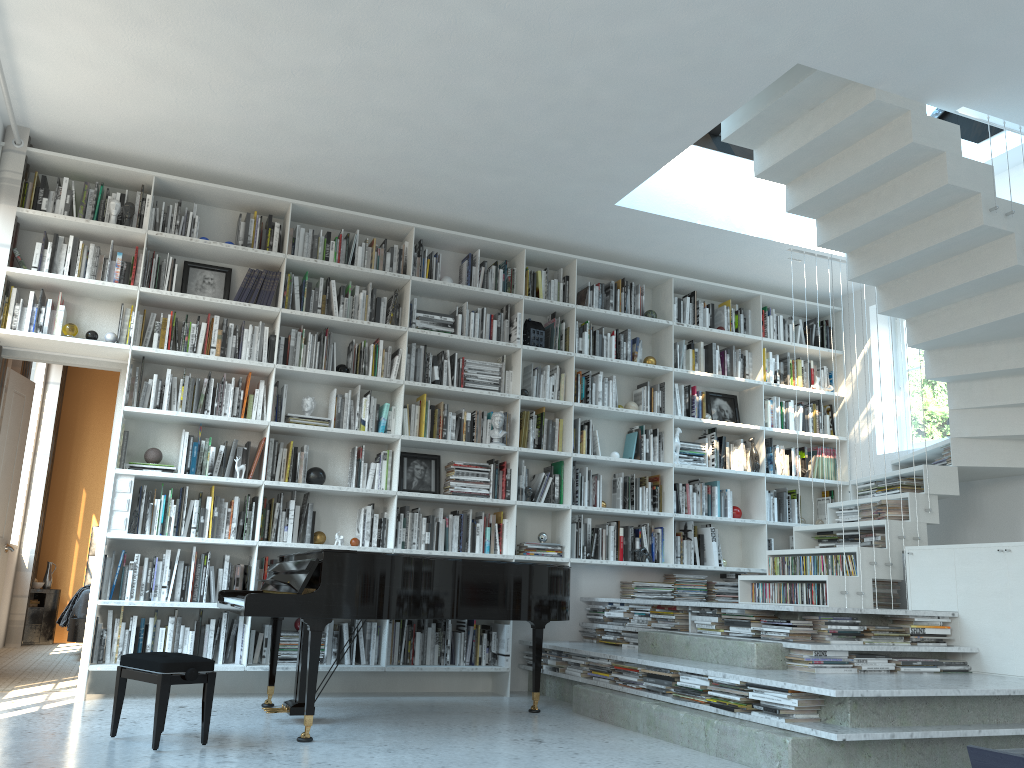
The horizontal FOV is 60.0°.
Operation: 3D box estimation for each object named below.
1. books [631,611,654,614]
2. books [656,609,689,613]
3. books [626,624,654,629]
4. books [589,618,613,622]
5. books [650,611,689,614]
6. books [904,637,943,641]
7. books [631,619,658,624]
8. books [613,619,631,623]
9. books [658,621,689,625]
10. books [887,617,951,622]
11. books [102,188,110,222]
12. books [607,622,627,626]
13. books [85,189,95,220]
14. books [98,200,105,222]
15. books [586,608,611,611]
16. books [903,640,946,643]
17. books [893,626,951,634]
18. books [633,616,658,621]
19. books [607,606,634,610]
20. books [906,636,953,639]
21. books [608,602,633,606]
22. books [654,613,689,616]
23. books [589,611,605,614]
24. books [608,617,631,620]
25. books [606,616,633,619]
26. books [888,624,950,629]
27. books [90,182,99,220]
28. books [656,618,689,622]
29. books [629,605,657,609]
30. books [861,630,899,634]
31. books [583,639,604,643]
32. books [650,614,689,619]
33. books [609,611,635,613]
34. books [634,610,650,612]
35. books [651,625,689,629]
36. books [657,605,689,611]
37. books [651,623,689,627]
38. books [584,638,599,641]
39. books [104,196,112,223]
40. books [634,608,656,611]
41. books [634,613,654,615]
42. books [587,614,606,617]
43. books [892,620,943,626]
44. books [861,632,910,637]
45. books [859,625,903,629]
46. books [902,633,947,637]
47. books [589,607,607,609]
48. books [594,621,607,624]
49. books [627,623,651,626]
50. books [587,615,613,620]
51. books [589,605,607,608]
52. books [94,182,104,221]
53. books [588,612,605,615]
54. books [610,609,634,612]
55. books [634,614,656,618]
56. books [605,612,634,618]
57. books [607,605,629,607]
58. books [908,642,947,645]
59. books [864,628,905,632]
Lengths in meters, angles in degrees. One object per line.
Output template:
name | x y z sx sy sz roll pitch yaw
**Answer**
books | 0.907 1.490 5.783 0.167 0.008 0.235 8 -14 -23
books | 1.034 1.417 5.534 0.128 0.013 0.296 8 -14 -24
books | 0.896 1.576 5.760 0.183 0.012 0.297 8 -14 -23
books | 0.674 1.679 6.305 0.163 0.017 0.233 7 -14 -20
books | 1.010 1.425 5.522 0.187 0.009 0.261 8 -14 -23
books | 2.189 1.380 4.805 0.262 0.016 0.132 9 -15 -27
books | 0.901 1.548 5.768 0.164 0.023 0.242 7 -14 -18
books | 0.801 1.619 6.049 0.131 0.021 0.240 7 -14 -20
books | 1.030 1.486 5.518 0.138 0.017 0.238 8 -14 -23
books | 2.203 1.275 4.805 0.286 0.013 0.181 9 -15 -27
books | -2.545 -1.067 5.552 0.013 0.274 0.158 7 -14 -22
books | 0.783 1.635 6.038 0.173 0.016 0.233 8 -14 -23
books | -2.630 -1.068 5.524 0.030 0.257 0.130 7 -14 -22
books | -2.561 -1.028 5.529 0.024 0.187 0.159 7 -14 -22
books | 0.666 1.607 6.316 0.171 0.015 0.253 9 -15 -27
books | 2.191 1.391 4.798 0.259 0.009 0.153 8 -15 -25
books | 2.196 1.334 4.803 0.284 0.030 0.177 7 -14 -21
books | 0.912 1.529 5.777 0.154 0.018 0.221 8 -14 -23
books | 0.791 1.534 6.062 0.163 0.018 0.290 8 -14 -23
books | 2.199 1.364 4.785 0.281 0.008 0.181 6 -14 -17
books | 0.783 1.508 6.064 0.171 0.020 0.194 9 -15 -27
books | 1.016 1.436 5.522 0.161 0.012 0.254 7 -14 -18
books | 0.685 1.631 6.319 0.145 0.008 0.298 8 -14 -23
books | 0.790 1.603 6.047 0.152 0.009 0.259 8 -15 -25
books | 0.787 1.594 6.048 0.163 0.008 0.295 8 -14 -24
books | 2.200 1.311 4.800 0.261 0.012 0.180 7 -14 -18
books | -2.603 -1.090 5.524 0.014 0.303 0.146 7 -14 -22
books | 1.020 1.468 5.517 0.159 0.018 0.203 8 -14 -24
books | 0.902 1.456 5.788 0.165 0.015 0.243 9 -15 -27
books | 1.918 1.310 4.696 0.179 0.010 0.160 7 -14 -20
books | 0.622 1.824 6.291 0.163 0.019 0.188 8 -14 -23
books | 1.012 1.450 5.517 0.179 0.017 0.293 7 -14 -21
books | 0.785 1.557 6.055 0.171 0.007 0.207 7 -14 -20
books | 0.913 1.482 5.787 0.160 0.010 0.180 8 -14 -22
books | 1.003 1.510 5.501 0.182 0.011 0.254 7 -14 -18
books | 1.025 1.396 5.534 0.139 0.028 0.262 6 -14 -17
books | 1.009 1.498 5.506 0.178 0.014 0.248 8 -14 -24
books | 0.623 1.812 6.294 0.144 0.005 0.257 6 -14 -17
books | -2.530 -1.041 5.552 0.021 0.226 0.156 7 -14 -22
books | 0.913 1.471 5.790 0.149 0.013 0.220 7 -14 -19
books | 0.914 1.501 5.784 0.144 0.013 0.221 7 -14 -19
books | 0.671 1.647 6.310 0.179 0.012 0.262 8 -14 -22
books | 2.198 1.295 4.811 0.192 0.024 0.167 6 -14 -17
books | 1.926 1.318 4.673 0.273 0.014 0.188 9 -15 -27
books | 1.923 1.285 4.690 0.203 0.011 0.173 9 -15 -27
books | 2.192 1.357 4.806 0.268 0.014 0.160 8 -14 -23
books | 0.676 1.597 6.323 0.167 0.008 0.235 8 -14 -23
books | 0.686 1.695 6.306 0.134 0.014 0.181 8 -15 -25
books | 0.892 1.564 5.761 0.190 0.012 0.235 8 -14 -24
books | 0.666 1.661 6.305 0.175 0.017 0.266 7 -14 -19
books | 0.677 1.587 6.325 0.159 0.011 0.246 8 -15 -25
books | -2.587 -1.091 5.543 0.029 0.314 0.129 7 -14 -22
books | 0.677 1.638 6.315 0.156 0.009 0.288 8 -14 -24
books | 0.792 1.549 6.059 0.143 0.012 0.264 6 -14 -17
books | 0.916 1.515 5.782 0.150 0.013 0.215 8 -14 -22
books | 0.774 1.574 6.047 0.189 0.030 0.238 8 -15 -25
books | 0.793 1.522 6.065 0.159 0.007 0.285 8 -14 -23
books | 2.194 1.399 4.787 0.220 0.011 0.178 8 -14 -24
books | 1.920 1.298 4.694 0.246 0.013 0.173 8 -14 -23
